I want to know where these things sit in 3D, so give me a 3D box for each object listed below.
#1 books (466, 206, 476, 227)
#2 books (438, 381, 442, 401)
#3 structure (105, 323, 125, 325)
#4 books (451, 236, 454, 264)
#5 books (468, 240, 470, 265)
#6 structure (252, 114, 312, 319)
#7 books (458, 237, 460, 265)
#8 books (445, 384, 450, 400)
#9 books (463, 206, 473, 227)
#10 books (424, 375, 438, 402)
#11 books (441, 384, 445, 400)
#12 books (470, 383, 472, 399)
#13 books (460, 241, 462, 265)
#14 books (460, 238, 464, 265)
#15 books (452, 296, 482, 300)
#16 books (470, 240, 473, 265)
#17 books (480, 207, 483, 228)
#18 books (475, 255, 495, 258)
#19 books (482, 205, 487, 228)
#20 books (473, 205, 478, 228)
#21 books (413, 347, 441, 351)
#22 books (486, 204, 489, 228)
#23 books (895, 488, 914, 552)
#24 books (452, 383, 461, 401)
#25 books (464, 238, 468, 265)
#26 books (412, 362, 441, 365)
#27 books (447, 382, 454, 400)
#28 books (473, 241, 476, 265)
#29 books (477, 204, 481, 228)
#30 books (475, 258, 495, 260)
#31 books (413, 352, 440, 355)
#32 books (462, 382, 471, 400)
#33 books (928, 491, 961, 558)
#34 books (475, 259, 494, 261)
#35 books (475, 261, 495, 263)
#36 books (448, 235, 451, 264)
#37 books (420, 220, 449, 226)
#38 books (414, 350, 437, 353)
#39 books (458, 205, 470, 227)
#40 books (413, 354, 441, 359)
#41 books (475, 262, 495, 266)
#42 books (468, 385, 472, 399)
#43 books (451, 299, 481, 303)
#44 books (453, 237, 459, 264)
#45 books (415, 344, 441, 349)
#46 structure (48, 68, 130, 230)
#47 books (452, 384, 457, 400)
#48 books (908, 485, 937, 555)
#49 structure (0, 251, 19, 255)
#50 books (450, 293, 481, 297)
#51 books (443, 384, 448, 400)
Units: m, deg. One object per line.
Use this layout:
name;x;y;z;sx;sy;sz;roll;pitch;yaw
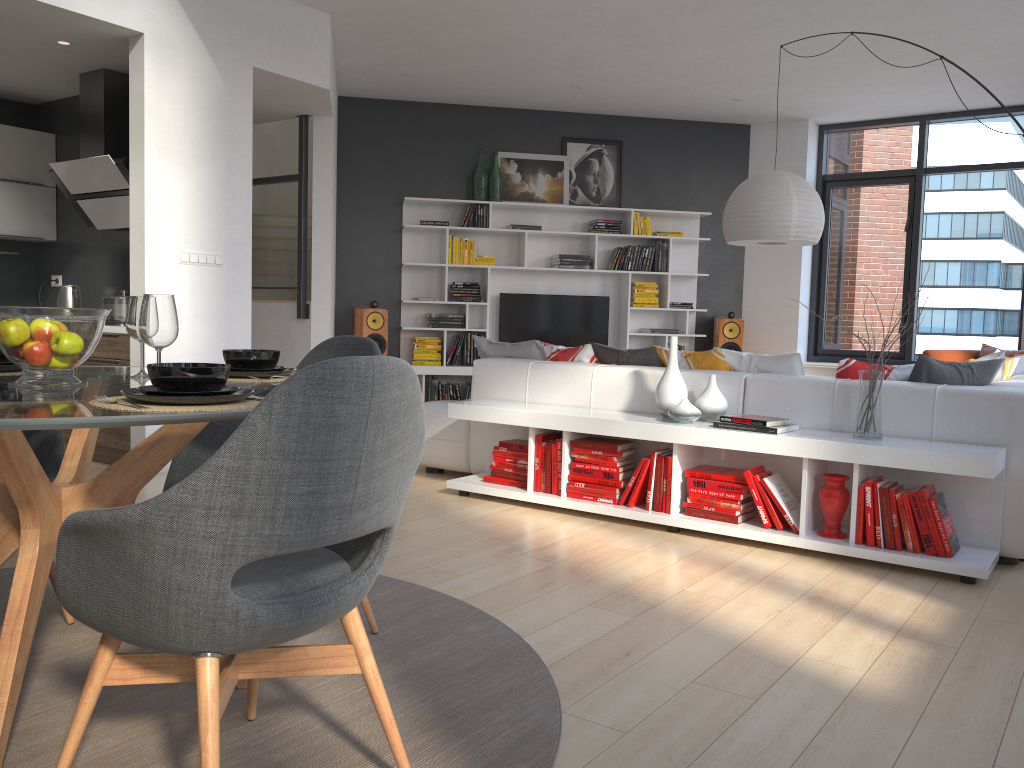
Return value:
books;-0.397;-1.585;8.449;0.074;0.212;0.154;1;4;-11
books;-0.691;0.106;8.451;0.053;0.268;0.202;1;4;-10
structure;-2.792;-0.408;5.945;0.600;0.006;0.550;5;5;35
books;-0.580;-1.268;8.451;0.025;0.270;0.213;1;4;-10
books;-0.422;-1.251;8.485;0.023;0.239;0.169;1;4;-10
structure;-2.499;-1.981;9.259;4.190;4.339;2.823;5;5;35
books;-0.517;-1.263;8.470;0.015;0.263;0.199;1;4;-10
books;-0.611;0.121;8.448;0.050;0.242;0.169;1;4;-11
books;-0.428;-1.586;8.456;0.087;0.214;0.171;1;4;-10
books;-0.779;0.082;8.438;0.128;0.321;0.259;1;4;-10
books;-0.659;0.123;8.454;0.053;0.240;0.189;1;4;-10
books;-0.398;0.117;8.510;0.075;0.254;0.192;1;4;-11
books;-0.495;-1.244;8.454;0.024;0.229;0.156;1;4;-10
books;-0.477;-1.258;8.475;0.019;0.251;0.180;1;4;-10
books;-0.438;-0.821;8.499;0.270;0.025;0.189;1;4;-11
books;-0.398;-1.248;8.486;0.024;0.234;0.172;1;4;-10
books;-0.302;-1.578;8.467;0.021;0.200;0.147;1;4;-10
books;-0.268;-1.219;8.513;0.186;0.026;0.138;1;4;-10
books;-0.273;-1.586;8.473;0.038;0.218;0.169;1;4;-10
books;-0.350;-1.587;8.458;0.021;0.221;0.156;1;4;-10
books;-0.819;-0.335;8.513;0.251;0.019;0.180;1;4;-10
books;-0.244;-1.592;8.470;0.019;0.230;0.174;1;4;-10
books;1.608;0.549;3.595;0.081;0.230;0.165;5;5;35
books;-0.520;0.119;8.471;0.083;0.249;0.191;1;4;-10
books;-0.451;-1.257;8.477;0.035;0.250;0.185;1;4;-10
books;-0.816;-0.203;8.497;0.270;0.029;0.204;1;4;-5
books;-0.584;0.116;8.463;0.066;0.255;0.193;1;4;-11
books;-0.372;-1.248;8.494;0.024;0.234;0.172;1;4;-10
books;-0.326;-1.593;8.467;0.025;0.232;0.176;1;4;-10
books;-0.263;-1.198;8.503;0.187;0.014;0.134;1;4;-10
books;-0.823;-0.296;8.518;0.263;0.015;0.198;1;4;-7
books;-0.444;0.113;8.504;0.066;0.260;0.197;1;4;-10
books;1.724;0.557;3.534;0.103;0.230;0.173;5;5;35
books;-0.267;-1.181;8.488;0.169;0.018;0.113;1;4;-9
books;-0.266;-1.169;8.509;0.196;0.011;0.148;1;4;-10
books;-0.605;-1.268;8.438;0.029;0.270;0.204;1;4;-10
books;-0.735;-1.507;8.386;0.268;0.046;0.208;1;4;-7
books;-0.829;-0.313;8.494;0.228;0.024;0.152;1;4;-6
books;-0.458;-1.587;8.444;0.096;0.213;0.166;1;4;-12
books;-0.819;-0.266;8.506;0.255;0.044;0.198;1;4;-10
books;-0.266;-1.146;8.507;0.190;0.033;0.147;1;4;-10
books;-0.418;0.126;8.481;0.069;0.242;0.172;1;4;-9
books;-0.440;-0.795;8.499;0.263;0.026;0.189;1;4;-12
books;-0.546;-1.261;8.463;0.044;0.255;0.198;1;4;-10
books;-0.807;-0.362;8.510;0.250;0.035;0.185;1;4;-7
structure;-2.706;-1.561;5.928;0.898;0.998;0.407;5;5;35
books;-0.554;0.122;8.461;0.066;0.242;0.177;1;4;-10
books;1.667;0.544;3.567;0.119;0.249;0.187;5;5;35
structure;-4.637;-0.928;5.551;0.050;0.045;3.000;5;5;35
books;-0.448;-0.850;8.514;0.266;0.030;0.209;1;4;-12
books;-0.634;0.124;8.452;0.049;0.236;0.170;1;4;-10
